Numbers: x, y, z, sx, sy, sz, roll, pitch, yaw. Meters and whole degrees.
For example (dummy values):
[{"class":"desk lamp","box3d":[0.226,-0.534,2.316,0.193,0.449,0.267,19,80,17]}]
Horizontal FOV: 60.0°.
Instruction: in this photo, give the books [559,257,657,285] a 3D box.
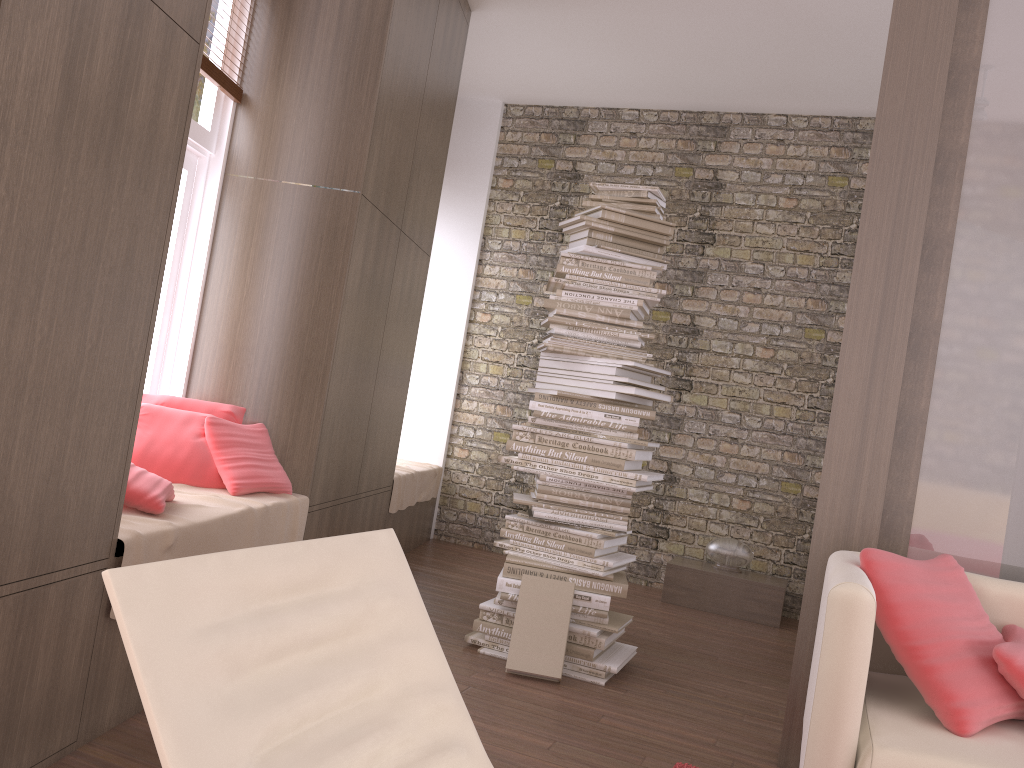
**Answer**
[{"class":"books","box3d":[0.413,-0.492,3.967,0.416,0.035,0.323,9,-2,0]}]

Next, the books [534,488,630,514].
[{"class":"books","box3d":[0.299,0.505,3.877,0.396,0.024,0.310,9,-2,0]}]

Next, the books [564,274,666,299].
[{"class":"books","box3d":[0.444,-0.422,3.958,0.434,0.019,0.324,9,-2,0]}]

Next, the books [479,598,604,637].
[{"class":"books","box3d":[0.166,0.984,3.815,0.510,0.020,0.399,9,-2,20]}]

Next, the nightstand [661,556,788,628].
[{"class":"nightstand","box3d":[1.328,1.285,5.522,0.707,0.240,0.400,9,-2,20]}]

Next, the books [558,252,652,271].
[{"class":"books","box3d":[0.403,-0.521,3.949,0.392,0.015,0.306,9,-2,0]}]

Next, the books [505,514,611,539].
[{"class":"books","box3d":[0.228,0.617,3.884,0.422,0.016,0.330,8,-2,25]}]

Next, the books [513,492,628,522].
[{"class":"books","box3d":[0.247,0.537,3.883,0.488,0.018,0.296,9,-2,0]}]

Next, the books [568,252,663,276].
[{"class":"books","box3d":[0.446,-0.529,3.969,0.416,0.015,0.245,9,-2,0]}]

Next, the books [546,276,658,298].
[{"class":"books","box3d":[0.390,-0.408,3.951,0.470,0.022,0.306,9,-2,0]}]

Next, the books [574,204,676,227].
[{"class":"books","box3d":[0.498,-0.729,3.951,0.366,0.012,0.287,10,-2,-20]}]

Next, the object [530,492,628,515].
[{"class":"object","box3d":[0.287,0.521,3.879,0.413,0.008,0.243,9,-2,0]}]

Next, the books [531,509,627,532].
[{"class":"books","box3d":[0.286,0.583,3.874,0.396,0.024,0.310,9,-2,0]}]

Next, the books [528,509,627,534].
[{"class":"books","box3d":[0.275,0.597,3.868,0.413,0.006,0.322,9,-2,0]}]

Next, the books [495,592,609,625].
[{"class":"books","box3d":[0.177,0.943,3.826,0.469,0.028,0.368,9,-2,5]}]

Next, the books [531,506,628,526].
[{"class":"books","box3d":[0.285,0.561,3.880,0.405,0.018,0.300,9,-2,0]}]

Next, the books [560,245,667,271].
[{"class":"books","box3d":[0.447,-0.549,3.948,0.404,0.026,0.266,10,-2,-20]}]

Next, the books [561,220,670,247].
[{"class":"books","box3d":[0.460,-0.656,3.954,0.412,0.019,0.259,10,-2,-20]}]

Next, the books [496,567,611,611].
[{"class":"books","box3d":[0.182,0.871,3.815,0.469,0.057,0.364,9,-2,5]}]

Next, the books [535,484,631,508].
[{"class":"books","box3d":[0.303,0.476,3.878,0.396,0.033,0.310,9,-2,0]}]

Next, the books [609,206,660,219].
[{"class":"books","box3d":[0.510,-0.746,3.962,0.272,0.023,0.201,9,-2,0]}]

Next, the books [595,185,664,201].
[{"class":"books","box3d":[0.531,-0.843,3.957,0.277,0.008,0.216,9,-2,20]}]

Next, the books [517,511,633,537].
[{"class":"books","box3d":[0.279,0.609,3.884,0.448,0.016,0.264,8,-2,25]}]

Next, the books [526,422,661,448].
[{"class":"books","box3d":[0.366,0.226,3.939,0.542,0.020,0.320,9,-2,20]}]

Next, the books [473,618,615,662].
[{"class":"books","box3d":[0.148,1.064,3.812,0.522,0.046,0.410,9,-2,20]}]

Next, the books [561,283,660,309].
[{"class":"books","box3d":[0.423,-0.385,3.925,0.416,0.012,0.324,9,-2,0]}]

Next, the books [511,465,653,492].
[{"class":"books","box3d":[0.318,0.411,3.885,0.542,0.016,0.423,9,-2,20]}]

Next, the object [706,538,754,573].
[{"class":"object","box3d":[1.369,1.072,5.589,0.296,0.199,0.211,9,-2,17]}]

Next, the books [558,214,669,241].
[{"class":"books","box3d":[0.451,-0.680,3.956,0.435,0.019,0.248,10,-2,-20]}]

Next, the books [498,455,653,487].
[{"class":"books","box3d":[0.289,0.383,3.932,0.612,0.028,0.399,9,-2,20]}]

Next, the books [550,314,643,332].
[{"class":"books","box3d":[0.362,-0.263,3.943,0.395,0.009,0.233,9,-2,-5]}]

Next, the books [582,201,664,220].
[{"class":"books","box3d":[0.499,-0.772,3.972,0.327,0.023,0.198,9,-2,20]}]

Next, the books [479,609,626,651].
[{"class":"books","box3d":[0.186,1.022,3.830,0.542,0.046,0.421,9,-2,20]}]

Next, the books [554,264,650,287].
[{"class":"books","box3d":[0.389,-0.460,3.946,0.401,0.035,0.315,9,-2,0]}]

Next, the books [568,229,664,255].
[{"class":"books","box3d":[0.466,-0.625,3.982,0.371,0.036,0.211,10,-2,-20]}]

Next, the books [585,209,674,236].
[{"class":"books","box3d":[0.499,-0.702,3.958,0.351,0.036,0.275,10,-2,-20]}]

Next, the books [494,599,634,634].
[{"class":"books","box3d":[0.227,0.974,3.821,0.542,0.020,0.320,9,-2,20]}]

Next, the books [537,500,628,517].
[{"class":"books","box3d":[0.300,0.532,3.894,0.385,0.008,0.274,9,-2,0]}]

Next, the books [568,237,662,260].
[{"class":"books","box3d":[0.460,-0.588,3.981,0.371,0.036,0.211,10,-2,-20]}]

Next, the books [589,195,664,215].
[{"class":"books","box3d":[0.515,-0.802,3.967,0.303,0.015,0.202,9,-2,20]}]

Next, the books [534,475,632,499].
[{"class":"books","box3d":[0.303,0.449,3.884,0.405,0.018,0.300,9,-2,0]}]

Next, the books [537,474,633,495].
[{"class":"books","box3d":[0.311,0.429,3.879,0.396,0.024,0.310,9,-2,0]}]

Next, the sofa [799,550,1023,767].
[{"class":"sofa","box3d":[1.808,0.989,1.971,2.204,0.751,0.919,9,-2,20]}]

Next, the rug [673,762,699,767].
[{"class":"rug","box3d":[1.318,1.252,0.702,2.938,0.016,3.344,9,-2,20]}]

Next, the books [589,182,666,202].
[{"class":"books","box3d":[0.519,-0.857,3.969,0.313,0.014,0.204,9,-2,20]}]

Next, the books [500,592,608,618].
[{"class":"books","box3d":[0.184,0.913,3.792,0.442,0.025,0.346,9,-2,5]}]

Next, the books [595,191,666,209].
[{"class":"books","box3d":[0.532,-0.822,3.967,0.260,0.029,0.193,8,-2,35]}]

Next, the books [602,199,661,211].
[{"class":"books","box3d":[0.529,-0.785,3.969,0.258,0.010,0.183,9,-2,5]}]

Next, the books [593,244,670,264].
[{"class":"books","box3d":[0.477,-0.563,3.949,0.351,0.010,0.284,10,-2,-20]}]
